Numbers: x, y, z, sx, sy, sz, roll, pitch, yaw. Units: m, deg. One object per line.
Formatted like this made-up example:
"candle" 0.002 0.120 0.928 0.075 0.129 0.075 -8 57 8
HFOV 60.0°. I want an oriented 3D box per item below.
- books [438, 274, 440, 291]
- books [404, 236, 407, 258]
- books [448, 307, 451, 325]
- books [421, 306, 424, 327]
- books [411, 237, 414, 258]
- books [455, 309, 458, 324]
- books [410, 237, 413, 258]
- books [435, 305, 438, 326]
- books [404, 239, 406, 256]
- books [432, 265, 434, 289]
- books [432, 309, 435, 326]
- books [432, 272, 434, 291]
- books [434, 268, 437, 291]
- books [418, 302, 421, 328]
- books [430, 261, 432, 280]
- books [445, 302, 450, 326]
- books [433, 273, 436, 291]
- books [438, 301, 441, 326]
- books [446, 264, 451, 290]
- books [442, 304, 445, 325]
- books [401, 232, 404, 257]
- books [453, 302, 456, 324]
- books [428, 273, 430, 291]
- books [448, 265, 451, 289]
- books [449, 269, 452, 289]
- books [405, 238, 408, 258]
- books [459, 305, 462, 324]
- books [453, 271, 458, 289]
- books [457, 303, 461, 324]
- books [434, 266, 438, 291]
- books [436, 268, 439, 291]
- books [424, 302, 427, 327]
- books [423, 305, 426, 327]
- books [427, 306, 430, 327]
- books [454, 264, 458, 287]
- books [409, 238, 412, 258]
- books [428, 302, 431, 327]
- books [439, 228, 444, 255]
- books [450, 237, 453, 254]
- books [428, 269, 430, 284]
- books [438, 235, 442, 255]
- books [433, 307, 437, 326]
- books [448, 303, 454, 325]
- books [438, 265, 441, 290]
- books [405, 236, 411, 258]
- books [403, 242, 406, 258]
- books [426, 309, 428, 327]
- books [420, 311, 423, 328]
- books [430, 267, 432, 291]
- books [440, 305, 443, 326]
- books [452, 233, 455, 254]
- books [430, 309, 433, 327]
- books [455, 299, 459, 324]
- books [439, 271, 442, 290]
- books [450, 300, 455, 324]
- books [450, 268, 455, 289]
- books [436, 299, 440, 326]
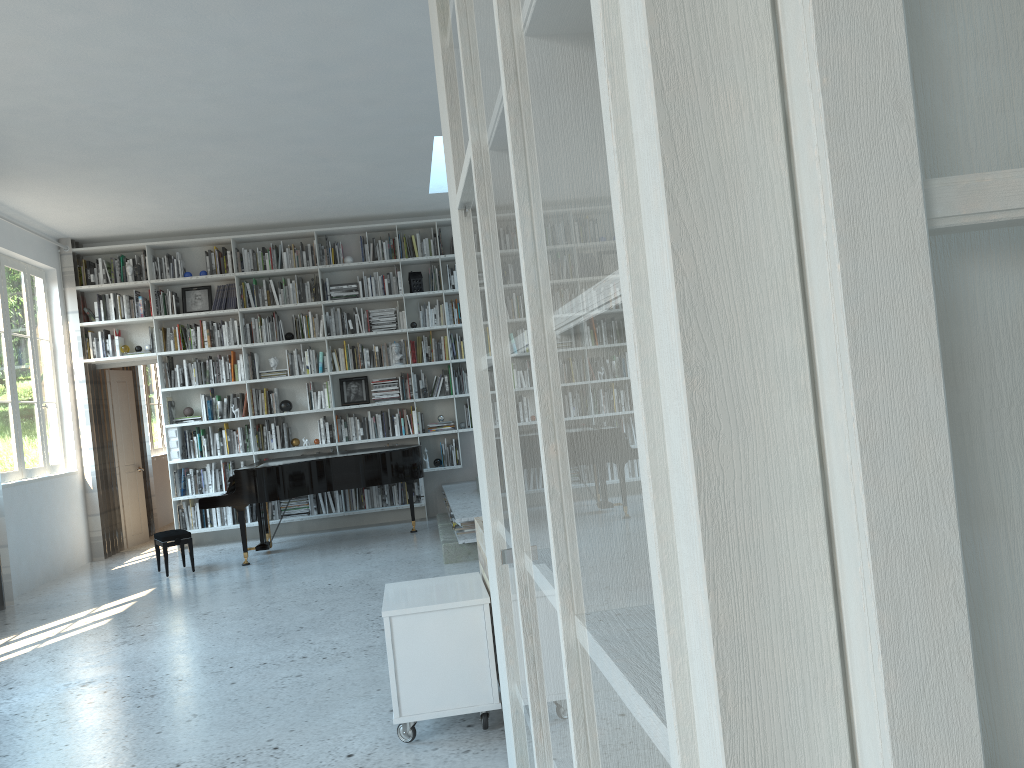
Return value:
"books" -0.784 -1.073 9.507 0.015 0.201 0.130 -6 0 -7
"books" -1.132 -1.435 9.441 0.006 0.260 0.166 -6 0 -7
"books" -0.675 -0.719 9.509 0.013 0.210 0.140 -6 0 -7
"books" -0.955 -0.706 9.468 0.024 0.242 0.159 -6 0 -7
"books" -1.066 -1.443 9.476 0.007 0.264 0.133 -6 0 -7
"books" -0.598 -0.711 9.505 0.021 0.179 0.136 -6 0 -7
"books" -1.071 -1.428 9.440 0.015 0.234 0.171 -6 0 -7
"books" -0.805 -0.717 9.475 0.024 0.234 0.149 -6 0 -7
"books" -1.135 -1.424 9.425 0.007 0.239 0.191 -6 0 -7
"books" -0.842 -1.111 9.460 0.021 0.288 0.179 -6 0 -7
"books" -0.842 -0.694 9.462 0.027 0.196 0.185 -6 0 -7
"books" -0.851 -1.074 9.480 0.024 0.217 0.169 -6 0 -7
"books" -0.819 -1.097 9.472 0.005 0.255 0.158 -6 0 -7
"books" -0.989 -0.724 9.465 0.018 0.285 0.159 -6 0 -7
"books" -0.862 -1.135 9.480 0.025 0.339 0.143 -6 0 -7
"books" -0.695 -0.738 9.479 0.028 0.251 0.190 -6 0 -7
"books" -0.827 -1.074 9.481 0.013 0.210 0.140 -6 0 -7
"books" -0.775 -0.742 9.478 0.025 0.277 0.173 -6 0 -7
"books" -0.681 -1.125 9.489 0.012 0.285 0.159 -6 0 -7
"books" -0.737 -0.726 9.481 0.026 0.238 0.173 -6 0 -7
"books" -1.163 -1.451 9.441 0.007 0.298 0.181 -6 0 -7
"books" -0.618 -0.744 9.491 0.014 0.248 0.176 -6 0 -7
"books" -0.887 -1.069 9.480 0.019 0.214 0.156 -6 0 -7
"books" -0.671 -1.123 9.511 0.011 0.280 0.133 -6 0 -7
"books" -0.657 -1.104 9.506 0.012 0.239 0.138 -6 0 -7
"books" -1.128 -1.445 9.453 0.007 0.279 0.150 -6 0 -7
"books" -0.550 -0.735 9.510 0.026 0.216 0.161 -6 0 -7
"books" -0.609 -1.094 9.487 0.026 0.208 0.181 -6 0 -7
"books" -0.570 -0.743 9.505 0.013 0.236 0.157 -6 0 -7
"books" -0.815 -1.114 9.501 0.013 0.289 0.131 -6 0 -7
"books" -0.795 -1.096 9.460 0.013 0.248 0.186 -6 0 -7
"books" -0.924 -0.726 9.467 0.019 0.275 0.146 -6 0 -7
"books" -0.937 -0.711 9.464 0.028 0.250 0.164 -6 0 -7
"books" -0.896 -0.709 9.464 0.023 0.236 0.178 -6 0 -7
"books" -0.596 -1.133 9.506 0.011 0.283 0.173 -6 0 -7
"books" -1.086 -1.441 9.456 0.008 0.262 0.142 -6 0 -7
"books" -0.879 -0.730 9.444 0.028 0.275 0.187 -6 0 -7
"books" -0.756 -1.496 9.476 0.019 0.304 0.176 -6 0 -7
"books" -0.651 -1.457 9.491 0.046 0.206 0.183 -6 0 -7
"books" -0.879 -1.100 9.448 0.021 0.272 0.190 -6 0 -7
"books" -0.773 -1.457 9.481 0.033 0.229 0.175 -6 0 -7
"books" -0.822 -0.704 9.465 0.029 0.211 0.158 -6 0 -7
"books" -0.655 -0.737 9.507 0.030 0.242 0.138 -6 0 -7
"books" -0.777 -1.120 9.497 0.005 0.292 0.130 -6 0 -7
"books" -1.106 -1.438 9.446 0.034 0.261 0.157 -6 0 -7
"books" -1.147 -1.399 9.449 0.015 0.192 0.160 -6 0 -7
"books" -0.910 -0.693 9.467 0.023 0.207 0.171 -6 0 -7
"books" -0.968 -0.676 9.445 0.028 0.185 0.181 -6 -1 -7
"books" -0.865 -1.101 9.464 0.022 0.272 0.181 -6 0 -7
"books" -0.754 -0.720 9.464 0.028 0.230 0.176 -6 0 -7
"books" -0.627 -1.479 9.501 0.009 0.244 0.173 -6 0 -7
"books" -0.860 -0.692 9.457 0.024 0.195 0.173 -6 0 -7
"books" -0.588 -0.765 9.524 0.014 0.284 0.135 -6 0 -7
"books" -0.762 -1.082 9.464 0.008 0.214 0.223 -6 -1 -7
"books" -0.635 -0.758 9.506 0.014 0.278 0.154 -6 0 -7
"books" -0.638 -1.108 9.502 0.026 0.243 0.148 -6 0 -7
"books" -0.791 -0.748 9.478 0.028 0.293 0.154 -6 0 -7
